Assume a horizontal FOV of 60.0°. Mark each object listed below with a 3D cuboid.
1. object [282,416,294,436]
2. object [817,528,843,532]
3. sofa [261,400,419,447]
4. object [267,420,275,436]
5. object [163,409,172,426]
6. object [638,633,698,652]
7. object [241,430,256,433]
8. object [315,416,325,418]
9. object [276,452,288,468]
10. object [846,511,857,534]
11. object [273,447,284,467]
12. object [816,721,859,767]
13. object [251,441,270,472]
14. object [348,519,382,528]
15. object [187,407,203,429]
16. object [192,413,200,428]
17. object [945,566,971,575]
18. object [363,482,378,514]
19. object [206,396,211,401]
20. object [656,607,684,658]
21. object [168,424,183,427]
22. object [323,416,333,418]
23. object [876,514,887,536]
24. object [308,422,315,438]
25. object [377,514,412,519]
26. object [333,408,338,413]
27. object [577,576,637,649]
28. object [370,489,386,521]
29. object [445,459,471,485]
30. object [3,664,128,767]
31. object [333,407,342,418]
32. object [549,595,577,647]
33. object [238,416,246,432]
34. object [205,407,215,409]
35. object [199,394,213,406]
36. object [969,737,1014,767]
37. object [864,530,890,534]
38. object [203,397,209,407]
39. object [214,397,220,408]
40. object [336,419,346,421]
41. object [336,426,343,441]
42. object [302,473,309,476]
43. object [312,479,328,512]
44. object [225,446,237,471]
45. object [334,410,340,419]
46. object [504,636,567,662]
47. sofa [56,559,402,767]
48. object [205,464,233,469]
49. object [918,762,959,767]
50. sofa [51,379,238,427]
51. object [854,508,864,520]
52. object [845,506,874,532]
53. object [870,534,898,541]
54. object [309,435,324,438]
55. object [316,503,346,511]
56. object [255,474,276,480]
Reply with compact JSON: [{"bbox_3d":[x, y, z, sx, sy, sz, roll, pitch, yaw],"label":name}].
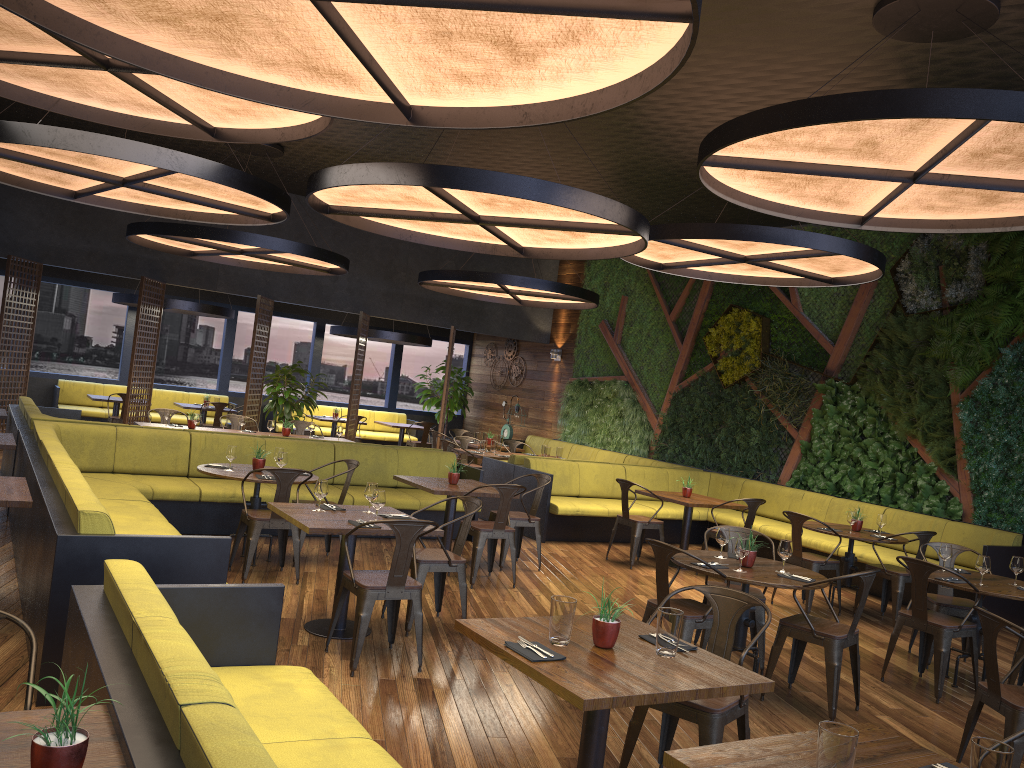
[{"bbox_3d":[-2.917,0.540,11.460,0.238,0.271,0.260,7,0,-10],"label":"object"},{"bbox_3d":[3.060,1.391,8.501,0.255,0.019,0.157,7,0,-33],"label":"object"},{"bbox_3d":[-3.469,0.955,18.202,3.061,0.914,0.966,7,0,-31],"label":"sofa"},{"bbox_3d":[-3.033,0.559,11.141,0.097,0.206,0.097,7,0,15],"label":"object"},{"bbox_3d":[-4.210,0.412,10.821,0.097,0.206,0.097,7,0,15],"label":"object"},{"bbox_3d":[0.655,1.064,3.645,0.157,0.019,0.255,7,0,-32],"label":"object"},{"bbox_3d":[-3.395,0.611,11.455,0.157,0.019,0.255,7,0,-31],"label":"object"},{"bbox_3d":[-3.602,0.611,16.602,0.157,0.019,0.255,7,0,-32],"label":"object"},{"bbox_3d":[-1.928,0.674,7.420,0.097,0.206,0.097,7,0,-6],"label":"object"},{"bbox_3d":[3.237,1.318,8.453,0.097,0.206,0.097,7,0,-41],"label":"object"},{"bbox_3d":[-2.051,0.661,7.784,0.097,0.206,0.097,7,0,7],"label":"object"},{"bbox_3d":[0.855,1.001,2.350,0.102,0.178,0.102,7,0,35],"label":"object"},{"bbox_3d":[-2.168,0.610,7.591,0.238,0.271,0.260,7,0,-10],"label":"object"},{"bbox_3d":[-0.941,0.881,5.615,0.157,0.019,0.255,7,0,-31],"label":"object"},{"bbox_3d":[-3.915,0.413,10.853,0.238,0.271,0.260,7,0,-10],"label":"object"},{"bbox_3d":[-3.805,0.461,10.671,0.097,0.206,0.097,7,0,15],"label":"object"},{"bbox_3d":[3.413,1.425,6.791,0.157,0.019,0.255,7,0,12],"label":"object"},{"bbox_3d":[-0.973,0.785,6.109,0.097,0.206,0.097,7,0,-31],"label":"object"},{"bbox_3d":[-5.393,0.304,15.683,0.102,0.178,0.102,7,0,45],"label":"object"},{"bbox_3d":[0.613,0.977,3.479,0.102,0.178,0.102,7,0,-25],"label":"object"},{"bbox_3d":[-4.167,0.513,10.986,0.157,0.019,0.255,7,0,-31],"label":"object"},{"bbox_3d":[-3.505,0.625,17.019,0.255,0.019,0.157,7,0,-32],"label":"object"},{"bbox_3d":[3.559,1.359,8.548,0.097,0.206,0.097,7,0,23],"label":"object"},{"bbox_3d":[-2.666,0.608,11.759,0.097,0.206,0.097,7,0,15],"label":"object"},{"bbox_3d":[-0.820,0.898,6.053,0.255,0.019,0.157,7,0,-31],"label":"object"},{"bbox_3d":[-3.371,0.561,16.910,0.102,0.178,0.102,7,0,45],"label":"object"},{"bbox_3d":[0.370,0.901,3.497,0.238,0.271,0.260,7,0,8],"label":"object"},{"bbox_3d":[-0.875,0.795,5.781,0.097,0.206,0.097,7,0,-39],"label":"object"},{"bbox_3d":[-0.536,0.817,8.418,0.260,0.271,0.238,7,0,4],"label":"object"},{"bbox_3d":[-0.959,0.727,1.910,0.238,0.271,0.260,7,0,-26],"label":"object"},{"bbox_3d":[-3.326,0.519,16.730,0.238,0.271,0.260,7,0,-10],"label":"object"},{"bbox_3d":[0.193,0.925,3.456,0.102,0.178,0.102,7,0,25],"label":"object"},{"bbox_3d":[-3.438,0.510,11.290,0.097,0.206,0.097,7,0,15],"label":"object"},{"bbox_3d":[-5.182,0.408,15.227,0.255,0.019,0.157,7,0,-32],"label":"object"},{"bbox_3d":[-5.330,0.264,15.517,0.238,0.271,0.260,7,0,-10],"label":"object"},{"bbox_3d":[1.276,1.053,2.373,0.102,0.178,0.102,7,0,35],"label":"object"},{"bbox_3d":[3.608,1.461,8.800,0.255,0.019,0.157,7,0,-29],"label":"object"},{"bbox_3d":[-5.297,0.314,15.337,0.102,0.178,0.102,7,0,45],"label":"object"},{"bbox_3d":[-5.173,0.330,15.525,0.102,0.178,0.102,7,0,45],"label":"object"},{"bbox_3d":[-3.159,0.665,16.455,0.255,0.019,0.157,7,0,-32],"label":"object"},{"bbox_3d":[-2.261,0.657,11.610,0.097,0.206,0.097,7,0,15],"label":"object"},{"bbox_3d":[-1.901,0.774,7.723,0.255,0.019,0.157,7,0,-29],"label":"object"},{"bbox_3d":[-1.280,0.746,5.930,0.097,0.206,0.097,7,0,-39],"label":"object"},{"bbox_3d":[-2.352,0.622,7.422,0.097,0.206,0.097,7,0,11],"label":"object"},{"bbox_3d":[-3.274,0.571,16.564,0.102,0.178,0.102,7,0,45],"label":"object"},{"bbox_3d":[0.075,0.990,3.330,0.157,0.019,0.255,7,0,-32],"label":"object"},{"bbox_3d":[-0.492,1.233,2.248,0.966,0.914,3.061,7,0,-31],"label":"sofa"},{"bbox_3d":[-2.474,0.702,7.556,0.255,0.019,0.157,7,0,1],"label":"object"},{"bbox_3d":[1.318,1.139,2.539,0.157,0.019,0.255,7,0,-32],"label":"object"},{"bbox_3d":[-6.689,0.547,16.245,3.061,0.914,0.966,7,0,-31],"label":"sofa"},{"bbox_3d":[3.457,1.348,8.859,0.097,0.206,0.097,7,0,-11],"label":"object"},{"bbox_3d":[3.366,1.300,8.668,0.260,0.271,0.238,7,0,8],"label":"object"},{"bbox_3d":[3.495,1.444,8.382,0.157,0.019,0.255,7,0,-31],"label":"object"},{"bbox_3d":[-2.623,0.709,11.924,0.157,0.019,0.255,7,0,-31],"label":"object"},{"bbox_3d":[-1.238,0.847,6.095,0.157,0.019,0.255,7,0,-31],"label":"object"},{"bbox_3d":[-2.012,0.758,7.261,0.157,0.019,0.255,7,0,-24],"label":"object"}]
